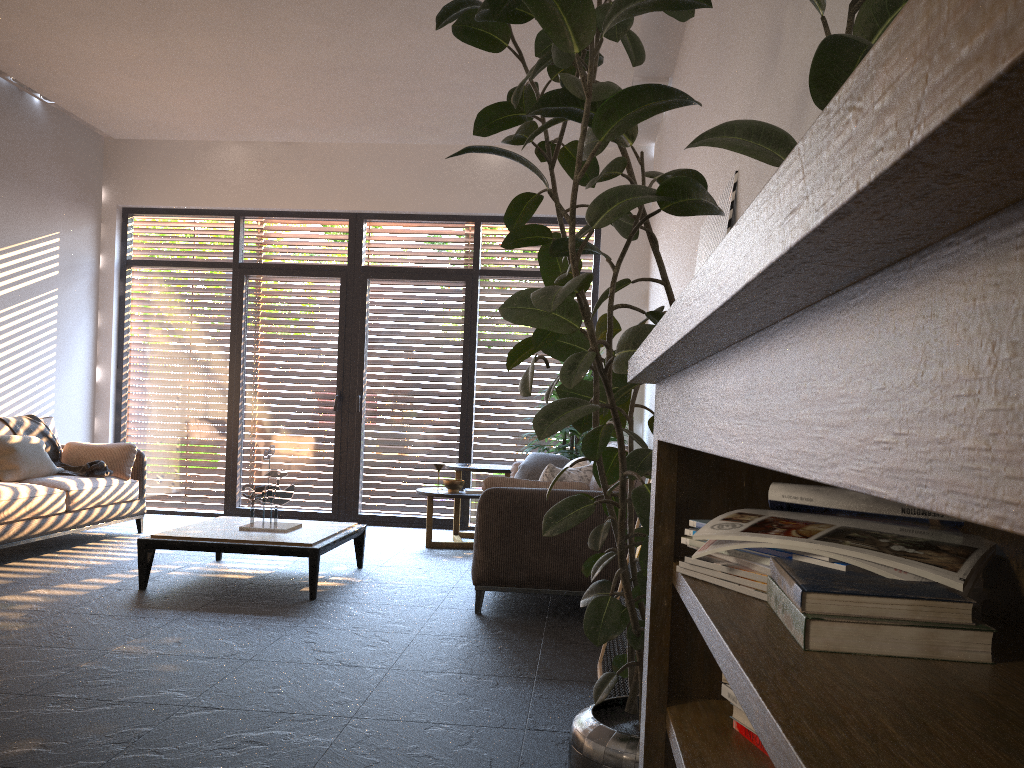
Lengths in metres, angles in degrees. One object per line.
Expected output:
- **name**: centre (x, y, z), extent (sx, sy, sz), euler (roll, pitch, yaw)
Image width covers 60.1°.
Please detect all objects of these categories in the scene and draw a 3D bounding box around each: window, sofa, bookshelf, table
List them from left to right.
- **sofa**: centre (-3.532, 0.691, 6.135), extent (0.993, 0.920, 2.322), euler (2, -2, 5)
- **table**: centre (-1.559, 1.053, 5.520), extent (1.049, 0.307, 1.116), euler (2, -2, 5)
- **window**: centre (-1.497, -0.169, 8.455), extent (4.941, 3.031, 0.459), euler (2, 1, 5)
- **sofa**: centre (0.365, 0.840, 5.828), extent (0.993, 0.920, 2.322), euler (2, -2, 5)
- **bookshelf**: centre (0.325, 0.515, 0.566), extent (0.451, 1.172, 1.920), euler (2, -1, 5)

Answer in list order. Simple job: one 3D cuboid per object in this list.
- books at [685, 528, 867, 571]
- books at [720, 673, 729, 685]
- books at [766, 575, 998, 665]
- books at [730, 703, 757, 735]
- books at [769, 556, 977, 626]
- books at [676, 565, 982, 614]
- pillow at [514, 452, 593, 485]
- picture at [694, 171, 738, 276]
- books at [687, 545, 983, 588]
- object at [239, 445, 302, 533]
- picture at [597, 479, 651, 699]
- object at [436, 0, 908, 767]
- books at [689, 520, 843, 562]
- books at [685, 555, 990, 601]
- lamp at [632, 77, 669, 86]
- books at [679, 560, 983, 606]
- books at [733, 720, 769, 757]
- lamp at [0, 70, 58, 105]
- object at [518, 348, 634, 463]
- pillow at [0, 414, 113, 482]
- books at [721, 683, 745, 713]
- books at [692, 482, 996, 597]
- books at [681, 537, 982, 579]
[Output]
- **books**: centre (0.435, 0.223, 1.217), extent (0.253, 0.011, 0.318), euler (3, -2, -24)
- **books**: centre (0.423, 0.418, 1.235), extent (0.147, 0.023, 0.221), euler (4, -3, -44)
- **books**: centre (0.393, 0.256, 0.983), extent (0.179, 0.034, 0.243), euler (2, -2, 8)
- **books**: centre (0.424, 0.482, 1.229), extent (0.155, 0.022, 0.205), euler (3, -2, -15)
- **books**: centre (0.390, 0.227, 0.991), extent (0.166, 0.024, 0.227), euler (2, -2, 9)
- **books**: centre (0.417, 0.275, 1.198), extent (0.253, 0.011, 0.318), euler (3, -2, -22)
- **pillow**: centre (0.249, 0.651, 5.872), extent (0.618, 0.343, 1.894), euler (2, -2, 5)
- **picture**: centre (0.738, 0.229, 3.804), extent (0.207, 2.020, 0.957), euler (2, 0, 5)
- **books**: centre (0.426, 0.244, 1.216), extent (0.253, 0.011, 0.318), euler (3, -2, -14)
- **object**: centre (-2.603, -1.539, 1.382), extent (0.365, 4.475, 8.914), euler (3, -1, 16)
- **picture**: centre (0.535, 0.404, 3.060), extent (0.386, 1.606, 1.498), euler (2, 0, 5)
- **object**: centre (0.224, -0.446, 2.000), extent (0.908, 3.201, 2.010), euler (2, 0, -18)
- **books**: centre (0.438, 0.213, 1.225), extent (0.253, 0.011, 0.318), euler (3, -2, -19)
- **books**: centre (0.431, 0.253, 1.173), extent (0.253, 0.011, 0.318), euler (4, -2, -29)
- **lamp**: centre (1.026, -2.190, 6.681), extent (0.253, 0.066, 0.645), euler (2, -2, 5)
- **books**: centre (0.424, 0.264, 1.189), extent (0.253, 0.011, 0.318), euler (3, -2, -26)
- **books**: centre (0.429, 0.504, 1.229), extent (0.159, 0.021, 0.224), euler (3, -2, -10)
- **lamp**: centre (-3.782, -2.374, 7.060), extent (0.253, 0.066, 0.645), euler (2, -2, 5)
- **object**: centre (0.545, 0.506, 7.437), extent (0.979, 1.724, 0.912), euler (2, 0, -30)
- **pillow**: centre (-3.667, 0.584, 6.642), extent (0.954, 0.708, 1.019), euler (2, -1, 29)
- **books**: centre (0.424, 0.462, 1.234), extent (0.174, 0.019, 0.244), euler (3, -2, -10)
- **books**: centre (0.441, 0.197, 1.145), extent (0.322, 0.109, 0.273), euler (1, -2, 39)
- **books**: centre (0.427, 0.233, 1.200), extent (0.253, 0.011, 0.318), euler (3, -2, -24)
